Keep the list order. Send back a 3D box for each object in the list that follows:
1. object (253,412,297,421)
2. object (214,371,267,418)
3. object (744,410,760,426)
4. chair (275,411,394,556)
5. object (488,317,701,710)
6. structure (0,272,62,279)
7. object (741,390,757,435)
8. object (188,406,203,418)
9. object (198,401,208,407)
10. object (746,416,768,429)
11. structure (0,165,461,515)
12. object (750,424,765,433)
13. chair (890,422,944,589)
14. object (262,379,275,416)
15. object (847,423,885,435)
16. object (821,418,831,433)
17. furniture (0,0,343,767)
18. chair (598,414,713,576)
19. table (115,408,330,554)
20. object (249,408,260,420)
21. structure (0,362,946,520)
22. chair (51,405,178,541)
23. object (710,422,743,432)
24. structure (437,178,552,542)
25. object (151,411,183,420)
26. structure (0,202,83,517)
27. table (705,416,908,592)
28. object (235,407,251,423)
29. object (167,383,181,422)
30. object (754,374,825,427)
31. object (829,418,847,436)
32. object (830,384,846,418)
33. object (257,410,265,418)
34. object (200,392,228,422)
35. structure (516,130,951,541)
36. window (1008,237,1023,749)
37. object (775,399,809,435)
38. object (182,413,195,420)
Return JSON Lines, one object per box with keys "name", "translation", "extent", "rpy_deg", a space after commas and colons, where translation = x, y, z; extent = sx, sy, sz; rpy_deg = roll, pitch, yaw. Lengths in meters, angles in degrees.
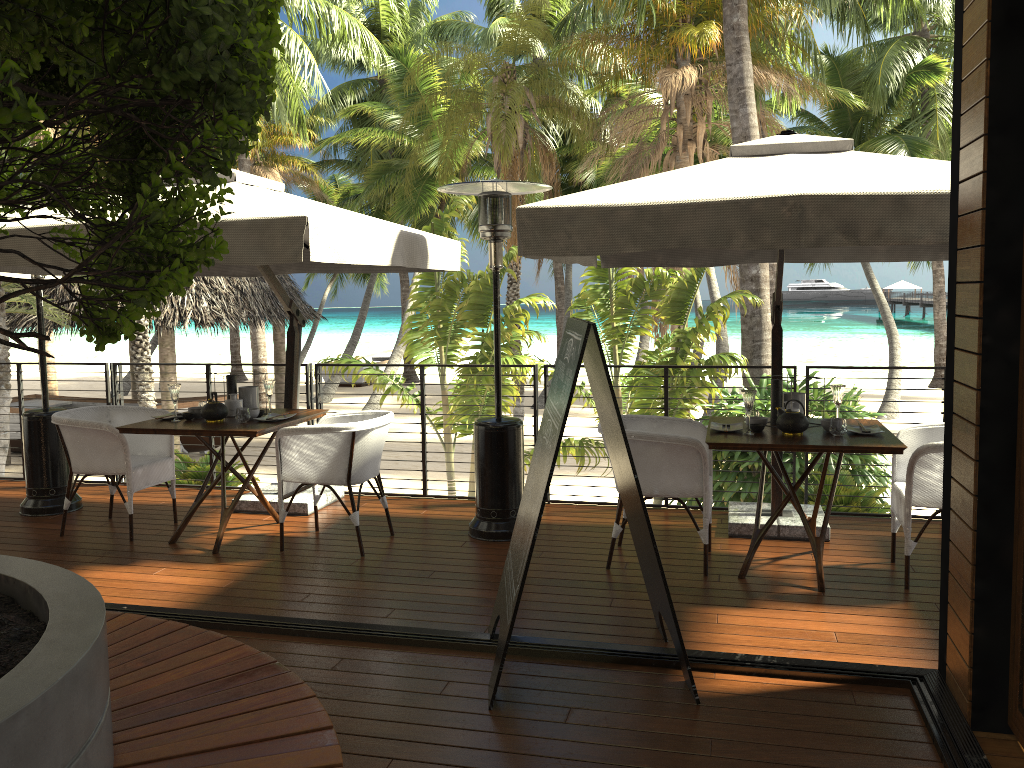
{"name": "object", "translation": [-1.443, 0.203, 5.453], "extent": [0.170, 0.025, 0.295], "rpy_deg": [1, 6, 14]}
{"name": "object", "translation": [-1.750, 0.062, 5.711], "extent": [0.263, 0.263, 0.264], "rpy_deg": [-4, 6, -31]}
{"name": "object", "translation": [1.316, 0.191, 4.856], "extent": [0.086, 0.086, 0.087], "rpy_deg": [1, 6, 19]}
{"name": "chair", "translation": [-1.033, 0.577, 5.354], "extent": [0.617, 0.787, 0.628], "rpy_deg": [1, 5, 15]}
{"name": "object", "translation": [0.278, 0.440, 3.536], "extent": [0.771, 1.395, 0.770], "rpy_deg": [-1, 5, -2]}
{"name": "structure", "translation": [-5.079, -0.240, 6.403], "extent": [2.414, 2.329, 2.417], "rpy_deg": [0, 6, 14]}
{"name": "object", "translation": [1.226, 0.146, 4.589], "extent": [0.082, 0.226, 0.082], "rpy_deg": [0, 5, 15]}
{"name": "object", "translation": [-1.971, 0.180, 5.561], "extent": [0.116, 0.065, 0.116], "rpy_deg": [0, 6, 12]}
{"name": "object", "translation": [-1.964, 0.158, 5.671], "extent": [0.086, 0.086, 0.087], "rpy_deg": [1, 6, 19]}
{"name": "object", "translation": [1.309, 0.213, 4.746], "extent": [0.116, 0.065, 0.116], "rpy_deg": [1, 6, 18]}
{"name": "structure", "translation": [-1.802, -0.207, 5.589], "extent": [2.414, 2.329, 2.417], "rpy_deg": [0, 6, 14]}
{"name": "object", "translation": [1.287, 0.235, 4.652], "extent": [0.080, 0.042, 0.080], "rpy_deg": [0, 6, 5]}
{"name": "chair", "translation": [2.296, 0.610, 4.527], "extent": [0.617, 0.787, 0.628], "rpy_deg": [1, 5, 15]}
{"name": "object", "translation": [-1.527, 0.086, 5.584], "extent": [0.082, 0.226, 0.082], "rpy_deg": [0, 5, 15]}
{"name": "object", "translation": [1.837, 0.236, 4.638], "extent": [0.170, 0.025, 0.295], "rpy_deg": [1, 6, 14]}
{"name": "object", "translation": [1.672, 0.220, 4.628], "extent": [0.116, 0.065, 0.116], "rpy_deg": [1, 6, 18]}
{"name": "furniture", "translation": [-1.679, 0.041, 1.454], "extent": [2.720, 2.718, 2.573], "rpy_deg": [-3, 6, -21]}
{"name": "chair", "translation": [0.794, 0.592, 4.925], "extent": [0.617, 0.787, 0.628], "rpy_deg": [1, 5, 15]}
{"name": "table", "translation": [-1.763, 0.584, 5.567], "extent": [0.931, 0.748, 0.933], "rpy_deg": [0, 6, 14]}
{"name": "object", "translation": [-1.608, 0.187, 5.443], "extent": [0.116, 0.065, 0.116], "rpy_deg": [0, 6, 12]}
{"name": "structure", "translation": [-5.750, 0.379, 7.771], "extent": [26.267, 1.151, 0.164], "rpy_deg": [1, 5, 14]}
{"name": "chair", "translation": [-2.592, 0.558, 5.766], "extent": [0.617, 0.787, 0.628], "rpy_deg": [1, 5, 15]}
{"name": "object", "translation": [1.146, 0.236, 4.739], "extent": [0.170, 0.025, 0.295], "rpy_deg": [1, 6, 14]}
{"name": "structure", "translation": [-0.089, -0.158, 5.471], "extent": [0.699, 2.189, 0.700], "rpy_deg": [-1, 5, 2]}
{"name": "object", "translation": [-2.134, 0.204, 5.554], "extent": [0.170, 0.025, 0.295], "rpy_deg": [1, 6, 14]}
{"name": "structure", "translation": [-3.320, -0.190, 6.274], "extent": [0.699, 2.189, 0.700], "rpy_deg": [-1, 5, 2]}
{"name": "table", "translation": [1.524, 0.617, 4.751], "extent": [0.931, 0.748, 0.933], "rpy_deg": [0, 6, 14]}
{"name": "object", "translation": [-1.618, 0.188, 5.331], "extent": [0.086, 0.086, 0.087], "rpy_deg": [1, 6, 19]}
{"name": "object", "translation": [-2.054, 0.113, 5.404], "extent": [0.082, 0.226, 0.082], "rpy_deg": [-1, 5, 3]}
{"name": "object", "translation": [1.530, 0.095, 4.896], "extent": [0.263, 0.263, 0.264], "rpy_deg": [-4, 6, -31]}
{"name": "object", "translation": [1.662, 0.220, 4.516], "extent": [0.086, 0.086, 0.087], "rpy_deg": [1, 6, 19]}
{"name": "object", "translation": [1.753, 0.119, 4.770], "extent": [0.082, 0.226, 0.082], "rpy_deg": [0, 5, 15]}
{"name": "object", "translation": [-1.585, 0.188, 5.540], "extent": [0.080, 0.042, 0.080], "rpy_deg": [-3, 6, -25]}
{"name": "object", "translation": [-1.824, 0.134, 5.424], "extent": [0.168, 0.178, 0.163], "rpy_deg": [1, 6, 16]}
{"name": "structure", "translation": [1.475, -0.175, 4.774], "extent": [2.414, 2.329, 2.417], "rpy_deg": [0, 6, 14]}
{"name": "window", "translation": [-12.998, -7.412, 1.063], "extent": [38.419, 17.934, 14.512], "rpy_deg": [-2, 5, -9]}
{"name": "object", "translation": [1.459, 0.167, 4.610], "extent": [0.163, 0.178, 0.168], "rpy_deg": [0, 5, 12]}
{"name": "object", "translation": [-1.993, 0.202, 5.467], "extent": [0.080, 0.042, 0.080], "rpy_deg": [-3, 6, -25]}
